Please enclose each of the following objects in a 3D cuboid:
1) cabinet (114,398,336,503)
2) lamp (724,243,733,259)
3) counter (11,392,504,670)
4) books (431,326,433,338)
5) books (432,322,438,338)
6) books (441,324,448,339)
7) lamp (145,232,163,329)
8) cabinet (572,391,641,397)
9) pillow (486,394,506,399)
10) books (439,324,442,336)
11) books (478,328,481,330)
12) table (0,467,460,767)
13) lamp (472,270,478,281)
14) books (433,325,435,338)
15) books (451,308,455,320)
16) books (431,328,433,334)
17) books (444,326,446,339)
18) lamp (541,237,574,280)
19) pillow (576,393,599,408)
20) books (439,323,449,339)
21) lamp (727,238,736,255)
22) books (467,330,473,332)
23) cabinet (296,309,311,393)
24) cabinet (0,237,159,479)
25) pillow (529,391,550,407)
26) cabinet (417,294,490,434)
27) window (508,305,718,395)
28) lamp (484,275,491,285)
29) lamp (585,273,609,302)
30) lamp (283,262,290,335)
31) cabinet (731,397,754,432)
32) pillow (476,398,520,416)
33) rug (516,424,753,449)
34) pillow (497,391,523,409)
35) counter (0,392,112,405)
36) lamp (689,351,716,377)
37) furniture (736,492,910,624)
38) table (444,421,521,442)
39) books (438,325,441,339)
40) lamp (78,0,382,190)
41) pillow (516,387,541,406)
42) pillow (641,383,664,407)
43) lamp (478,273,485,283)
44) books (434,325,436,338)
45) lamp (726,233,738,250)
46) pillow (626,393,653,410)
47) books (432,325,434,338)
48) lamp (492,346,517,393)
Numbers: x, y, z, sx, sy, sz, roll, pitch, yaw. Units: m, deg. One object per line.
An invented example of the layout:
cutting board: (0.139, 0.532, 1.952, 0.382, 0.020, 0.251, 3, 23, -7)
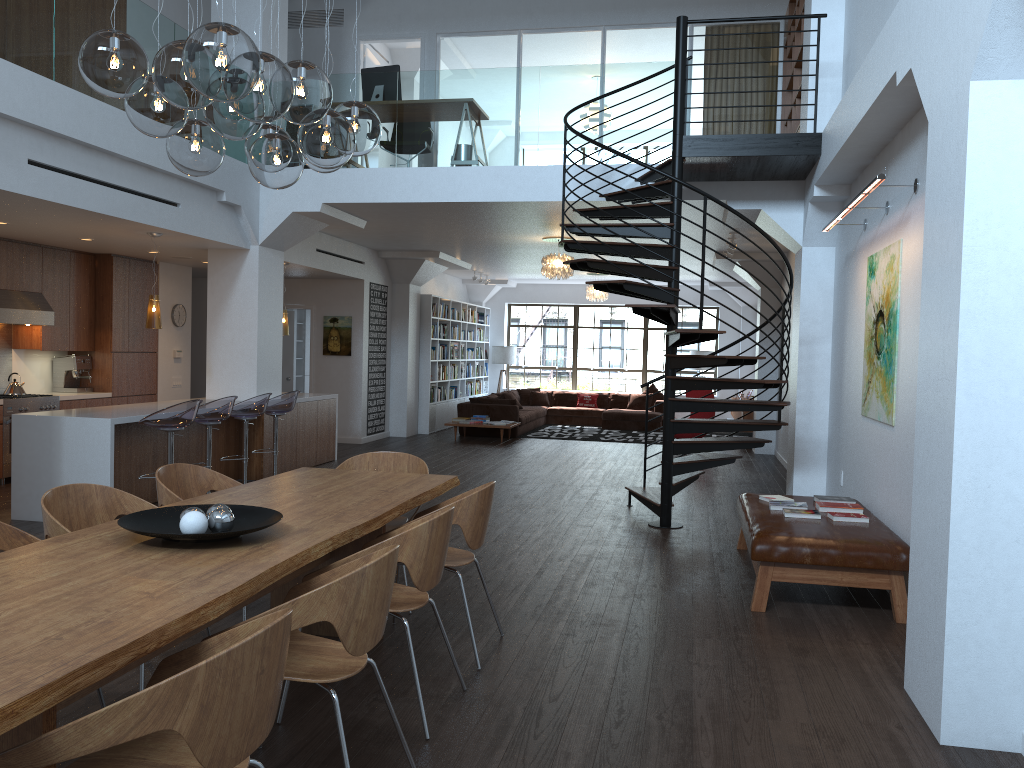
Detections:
cabinet: (-3.166, 0.640, 9.361, 0.898, 0.796, 4.493, 2, 2, 11)
lamp: (2.913, -1.780, 11.871, 0.120, 0.211, 0.111, -1, 3, -44)
counter: (-2.593, 0.698, 7.588, 3.039, 0.860, 8.182, 1, 2, -18)
books: (-1.462, -0.908, 15.468, 0.161, 0.218, 0.101, 2, 2, 11)
books: (-1.406, -0.951, 15.682, 0.176, 0.290, 0.053, 2, 2, 11)
books: (-1.293, -0.972, 16.412, 0.198, 0.284, 0.049, 2, 2, 11)
lamp: (-2.335, -1.431, 9.242, 2.842, 1.807, 0.149, 0, 3, -39)
cabinet: (2.052, 0.501, 19.349, 1.520, 0.625, 0.350, 2, 2, 11)
pillow: (-0.229, 0.369, 15.739, 0.269, 0.411, 0.559, 0, 3, -33)
books: (-1.362, -0.948, 16.039, 0.180, 0.259, 0.042, 2, 2, 11)
books: (-0.754, -1.056, 18.972, 0.176, 0.290, 0.036, 2, 2, 11)
table: (-1.186, 0.948, 3.376, 1.012, 0.750, 3.803, 2, 2, 12)
lamp: (-0.707, -2.062, 16.857, 0.120, 0.211, 0.111, -1, 3, -44)
books: (-1.444, -0.918, 15.527, 0.172, 0.235, 0.112, 2, 2, 11)
books: (-1.162, -1.332, 16.902, 0.140, 0.231, 0.042, 2, 2, 11)
books: (-1.473, -0.887, 15.391, 0.161, 0.182, 0.170, 2, 2, 11)
books: (-1.298, -0.946, 16.297, 0.174, 0.240, 0.054, 2, 2, 11)
lamp: (0.614, -1.670, 11.873, 0.442, 0.539, 0.441, 0, 3, -36)
pillow: (1.577, 0.353, 18.527, 0.465, 0.308, 0.220, 2, 2, 8)
books: (-1.266, -0.976, 16.459, 0.176, 0.291, 0.053, 2, 2, 11)
lamp: (2.812, -1.765, 11.375, 0.120, 0.211, 0.111, 0, 2, -29)
books: (-0.873, -1.009, 18.393, 0.140, 0.231, 0.042, 2, 2, 11)
cabinet: (-4.073, -0.696, 15.341, 0.527, 2.991, 2.630, 2, 2, 11)
cabinet: (-5.365, -0.243, 8.838, 0.598, 2.499, 5.299, 2, 2, 11)
pillow: (0.560, 0.308, 18.588, 0.489, 0.337, 0.238, 1, 2, -19)
cabinet: (-1.186, -0.413, 17.534, 0.461, 2.414, 4.500, 2, 2, 11)
window: (2.192, -0.778, 19.836, 4.648, 1.905, 0.114, 2, 2, 11)
lamp: (-0.502, -2.094, 17.860, 0.120, 0.211, 0.111, 1, 2, -14)
lamp: (1.623, -1.828, 16.830, 0.442, 0.539, 0.441, 0, 3, -36)
lamp: (-2.849, -1.059, 11.073, 0.149, 0.900, 0.149, 0, 3, -34)
cabinet: (4.388, 0.532, 16.430, 0.459, 0.350, 4.501, 2, 2, 11)
pillow: (-0.246, 0.420, 15.472, 0.750, 0.364, 0.289, 2, 2, 11)
rug: (2.370, 0.935, 16.224, 4.200, 0.007, 3.100, 2, 2, 13)
pillow: (-0.050, 0.342, 17.160, 0.325, 0.391, 0.625, 3, 2, 28)
counter: (-5.467, 0.186, 8.406, 0.600, 0.050, 4.387, 2, 2, 11)
lamp: (4.014, 0.097, 18.764, 0.545, 1.579, 0.545, 2, 2, 22)
furniture: (2.009, 1.085, 5.948, 0.907, 0.453, 1.819, 2, 2, 11)
table: (-0.481, 0.783, 14.730, 1.100, 0.271, 0.853, 2, 2, 11)
books: (-1.374, -0.942, 15.953, 0.183, 0.253, 0.042, 2, 2, 11)
lamp: (-1.051, -1.909, 3.581, 0.849, 2.140, 1.787, 2, 2, 10)
pillow: (0.393, 0.280, 18.720, 0.580, 0.418, 0.334, 1, 2, -15)
pillow: (2.852, 0.277, 18.312, 0.651, 0.587, 0.335, 1, 2, -10)
lamp: (-0.606, -2.078, 17.352, 0.120, 0.211, 0.111, 0, 2, -29)
books: (-1.431, -0.925, 15.609, 0.174, 0.242, 0.105, 2, 2, 11)
lamp: (2.708, -1.748, 10.868, 0.120, 0.211, 0.111, 1, 2, -14)
pillow: (2.615, 0.358, 18.194, 0.542, 0.362, 0.248, 3, 3, 32)
books: (-1.453, -0.916, 15.496, 0.152, 0.232, 0.104, 2, 2, 11)
lamp: (-0.190, -0.050, 19.721, 0.545, 1.579, 0.545, 2, 2, 0)
